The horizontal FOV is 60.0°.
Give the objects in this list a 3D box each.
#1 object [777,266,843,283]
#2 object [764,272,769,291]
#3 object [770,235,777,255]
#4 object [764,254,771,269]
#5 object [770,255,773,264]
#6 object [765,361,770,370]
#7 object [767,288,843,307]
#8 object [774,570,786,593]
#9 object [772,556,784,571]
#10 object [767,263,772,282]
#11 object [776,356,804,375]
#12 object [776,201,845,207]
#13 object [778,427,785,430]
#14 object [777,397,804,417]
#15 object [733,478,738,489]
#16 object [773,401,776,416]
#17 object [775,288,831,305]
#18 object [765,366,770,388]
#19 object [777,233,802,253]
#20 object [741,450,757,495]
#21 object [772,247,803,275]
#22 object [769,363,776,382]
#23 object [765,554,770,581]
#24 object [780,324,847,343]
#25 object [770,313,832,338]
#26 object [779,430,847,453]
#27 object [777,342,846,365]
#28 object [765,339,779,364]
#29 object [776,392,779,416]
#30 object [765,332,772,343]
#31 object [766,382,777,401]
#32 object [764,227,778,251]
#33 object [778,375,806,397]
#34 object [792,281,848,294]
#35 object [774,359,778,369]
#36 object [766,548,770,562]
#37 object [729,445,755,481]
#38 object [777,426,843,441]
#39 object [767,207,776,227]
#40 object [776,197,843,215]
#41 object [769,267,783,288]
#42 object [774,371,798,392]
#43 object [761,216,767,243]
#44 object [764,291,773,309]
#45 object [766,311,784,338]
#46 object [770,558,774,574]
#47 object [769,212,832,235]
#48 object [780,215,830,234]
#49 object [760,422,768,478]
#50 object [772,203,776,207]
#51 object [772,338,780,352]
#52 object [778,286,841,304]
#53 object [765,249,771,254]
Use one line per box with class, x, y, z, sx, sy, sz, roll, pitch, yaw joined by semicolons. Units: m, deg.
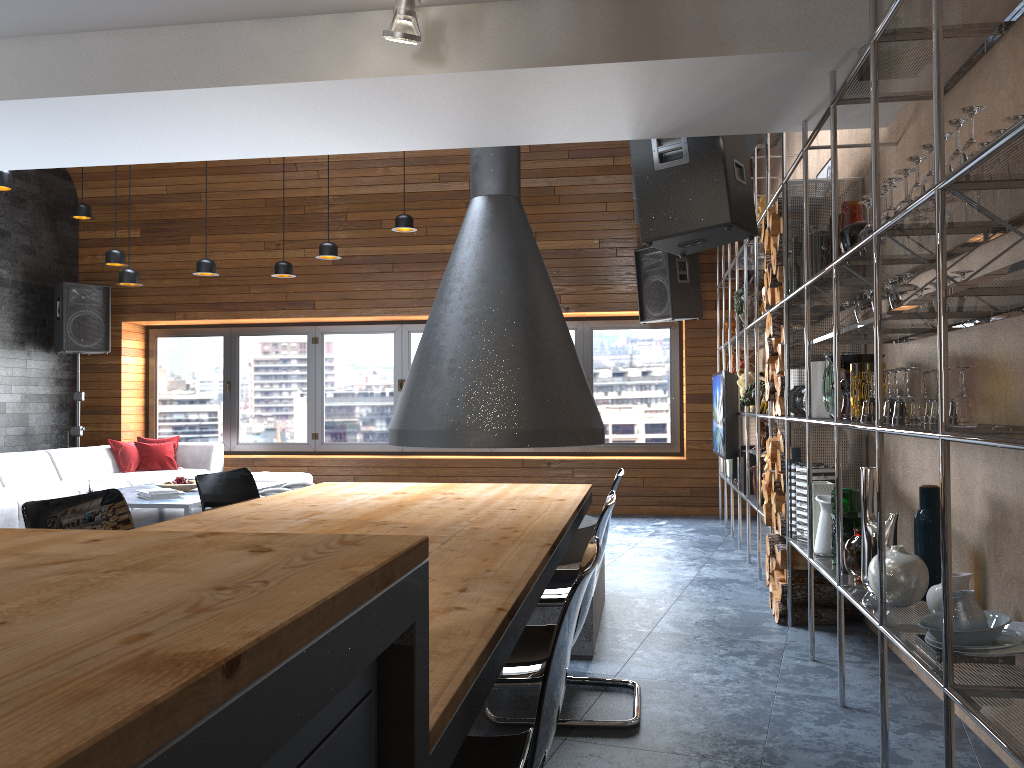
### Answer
object;1.445;-0.531;4.300;0.303;0.088;0.095;-1;-1;10
object;1.520;-0.552;4.747;0.321;0.109;0.110;0;-1;8
object;1.460;-0.700;4.397;0.329;0.107;0.128;0;-1;8
object;1.519;-0.646;4.734;0.331;0.110;0.107;-1;-1;11
object;1.481;-0.640;4.482;0.331;0.110;0.101;0;-1;7
object;1.503;-0.123;4.644;0.329;0.107;0.128;-1;-1;9
object;1.531;-0.463;4.635;0.362;0.131;0.154;0;-1;8
object;1.471;0.976;4.382;0.329;0.135;0.095;0;-1;5
object;1.484;0.916;4.459;0.330;0.098;0.107;0;-1;5
object;1.503;-0.588;4.636;0.329;0.135;0.095;-1;-1;12
object;1.460;-0.084;4.302;0.331;0.110;0.107;0;-1;6
object;1.482;-0.875;4.399;0.330;0.103;0.102;-1;-1;12
object;1.529;0.283;4.584;0.289;0.121;0.107;-1;-1;9
object;1.460;0.105;4.291;0.330;0.105;0.107;0;-1;6
object;1.853;0.759;6.718;0.325;0.058;0.360;0;-1;9
object;1.519;0.127;4.620;0.303;0.095;0.087;0;-1;8
object;1.497;-0.461;4.513;0.299;0.114;0.135;-1;-1;11
object;1.489;-0.030;4.680;0.286;0.143;0.143;0;-1;8
object;1.449;-0.674;4.310;0.309;0.121;0.111;-1;-1;9
object;1.809;0.627;6.288;0.343;0.303;0.175;-1;-1;9
object;1.436;-0.609;4.363;0.286;0.143;0.143;-1;-1;9
object;1.497;-0.066;4.555;0.331;0.110;0.101;-1;-1;10
object;1.487;0.967;4.664;0.286;0.143;0.143;0;-1;8
object;1.474;-0.235;4.342;0.299;0.119;0.151;-1;-1;11
object;1.446;-0.289;4.443;0.289;0.121;0.107;-1;-1;9
object;1.461;0.278;4.309;0.308;0.107;0.121;0;-1;5
object;1.452;-0.150;4.307;0.308;0.120;0.097;0;-1;4
object;1.467;-0.168;4.530;0.321;0.128;0.164;0;-1;8
object;1.498;0.103;4.385;0.362;0.131;0.154;-1;-1;9
object;1.510;-0.224;4.616;0.362;0.115;0.098;0;-1;8
object;1.478;0.041;4.597;0.312;0.110;0.103;0;-1;5
object;1.460;-0.740;4.519;0.321;0.128;0.164;-1;-1;9
object;1.456;0.010;4.286;0.321;0.109;0.110;-1;-1;9
object;1.473;-0.462;4.315;0.287;0.112;0.126;-1;-1;9
object;1.500;-0.082;4.473;0.330;0.098;0.107;0;-1;5
object;1.501;0.874;4.628;0.329;0.107;0.128;-1;-1;9
object;1.944;0.647;7.181;0.343;0.303;0.175;-1;-1;9
object;1.509;0.267;4.488;0.312;0.150;0.140;0;-1;5
object;1.451;-0.851;4.504;0.289;0.121;0.107;0;-1;8
object;1.452;-0.862;4.331;0.308;0.107;0.121;-1;-1;12
object;1.450;-0.534;4.442;0.312;0.110;0.103;-1;-1;12
object;1.472;-0.022;4.398;0.329;0.135;0.095;0;-1;5
object;1.486;-0.820;4.701;0.312;0.150;0.140;-1;-1;12
object;1.521;-0.457;4.736;0.330;0.105;0.107;-1;-1;11
object;1.467;-0.300;4.540;0.312;0.150;0.140;0;-1;5
object;1.496;0.931;4.539;0.331;0.110;0.101;-1;-1;10
object;1.476;-0.800;4.426;0.362;0.115;0.098;-1;-1;9
object;1.466;-0.772;4.324;0.299;0.114;0.135;-1;-1;11
object;1.724;0.505;6.066;0.112;0.533;0.112;-1;-1;9
object;1.508;-0.886;4.612;0.299;0.118;0.129;0;-1;6
object;1.467;-0.205;4.454;0.303;0.090;0.098;0;-1;8
object;1.481;-0.450;4.404;0.303;0.095;0.087;0;-1;9
object;1.512;-0.713;4.735;0.308;0.120;0.097;-1;-1;13
